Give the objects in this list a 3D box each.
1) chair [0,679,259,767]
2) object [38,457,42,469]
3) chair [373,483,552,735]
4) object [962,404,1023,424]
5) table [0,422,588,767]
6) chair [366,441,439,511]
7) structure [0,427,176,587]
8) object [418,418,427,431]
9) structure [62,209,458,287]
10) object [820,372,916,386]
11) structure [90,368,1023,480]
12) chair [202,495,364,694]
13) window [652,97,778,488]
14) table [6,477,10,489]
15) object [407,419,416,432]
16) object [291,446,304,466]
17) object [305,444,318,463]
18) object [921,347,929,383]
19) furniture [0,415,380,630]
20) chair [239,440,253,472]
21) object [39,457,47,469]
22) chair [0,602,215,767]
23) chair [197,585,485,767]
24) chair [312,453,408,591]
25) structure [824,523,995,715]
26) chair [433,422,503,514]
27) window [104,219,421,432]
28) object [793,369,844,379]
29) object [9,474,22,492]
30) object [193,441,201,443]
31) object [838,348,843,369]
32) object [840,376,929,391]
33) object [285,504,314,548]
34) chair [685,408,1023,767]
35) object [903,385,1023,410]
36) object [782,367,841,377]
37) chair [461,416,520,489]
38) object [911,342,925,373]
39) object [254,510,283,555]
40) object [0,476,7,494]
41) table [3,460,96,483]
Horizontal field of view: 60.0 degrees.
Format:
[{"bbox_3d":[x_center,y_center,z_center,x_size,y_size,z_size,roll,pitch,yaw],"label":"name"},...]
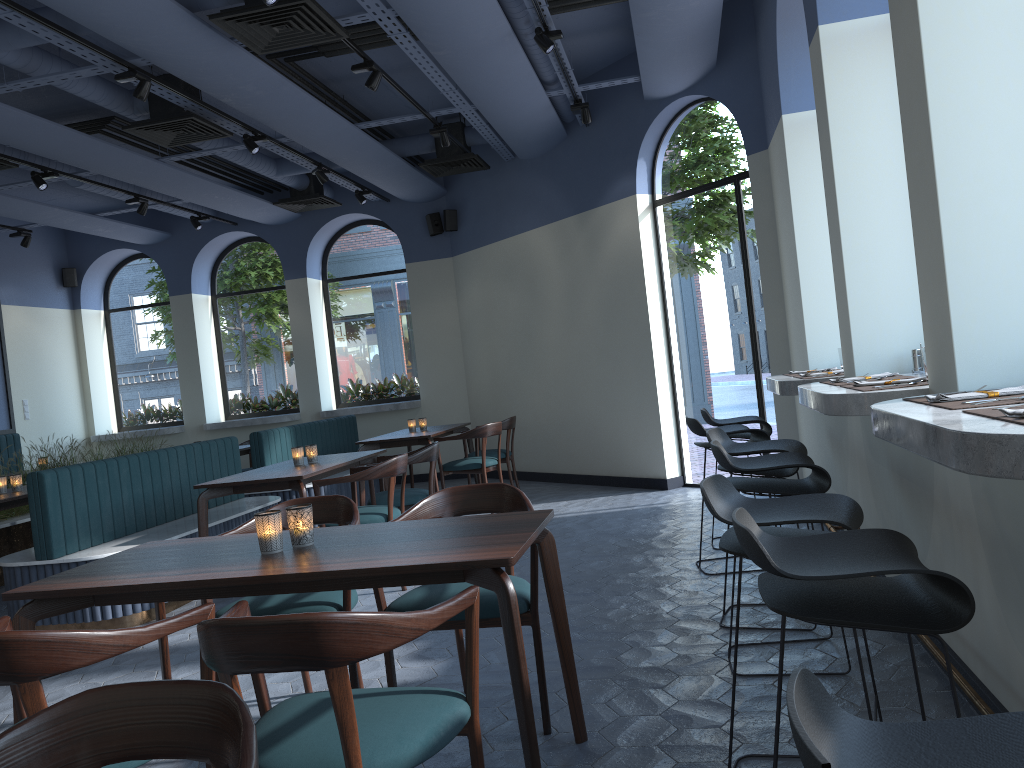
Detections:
[{"bbox_3d":[-0.547,0.858,1.119,0.618,0.793,0.525,-6,1,10],"label":"chair"},{"bbox_3d":[-4.901,0.826,9.258,0.078,0.120,0.078,-6,1,-6],"label":"object"},{"bbox_3d":[-0.146,0.789,3.182,0.618,0.793,0.525,-6,1,10],"label":"chair"},{"bbox_3d":[1.130,0.041,1.746,0.322,0.027,0.497,-6,1,11],"label":"object"},{"bbox_3d":[-1.966,0.991,4.822,3.997,0.755,9.778,-6,1,-5],"label":"table"},{"bbox_3d":[-0.717,0.819,6.088,0.525,0.793,0.618,-6,1,-3],"label":"chair"},{"bbox_3d":[-4.314,0.990,7.737,1.143,1.207,4.878,-6,1,13],"label":"structure"},{"bbox_3d":[-0.847,0.384,8.441,0.078,0.120,0.078,-6,1,28],"label":"object"},{"bbox_3d":[-3.751,-1.544,5.310,7.261,0.268,13.143,-6,1,-6],"label":"structure"},{"bbox_3d":[1.545,-0.030,3.882,0.322,0.027,0.497,-6,1,11],"label":"object"},{"bbox_3d":[-0.561,0.225,6.764,4.315,0.080,14.155,-7,1,-28],"label":"structure"},{"bbox_3d":[-0.801,0.860,3.375,0.618,0.793,0.525,-6,1,10],"label":"chair"},{"bbox_3d":[1.749,-0.754,7.562,0.020,3.335,1.298,-7,1,-34],"label":"window"},{"bbox_3d":[-5.095,1.303,7.871,0.548,0.755,1.332,-6,1,11],"label":"table"},{"bbox_3d":[-0.952,0.395,8.445,0.078,0.120,0.078,-6,1,28],"label":"object"},{"bbox_3d":[-1.417,0.477,5.875,0.078,0.120,0.078,-6,1,-6],"label":"object"},{"bbox_3d":[-1.339,0.468,5.934,0.078,0.120,0.078,-6,1,-6],"label":"object"},{"bbox_3d":[1.507,-0.070,3.161,0.080,0.132,0.080,-6,1,-4],"label":"object"},{"bbox_3d":[-3.979,0.983,7.671,4.703,1.150,4.800,-6,1,11],"label":"furniture"},{"bbox_3d":[-2.852,1.014,9.801,0.618,0.793,0.525,-6,1,10],"label":"chair"},{"bbox_3d":[-4.843,0.820,9.179,0.078,0.120,0.078,-6,1,-6],"label":"object"},{"bbox_3d":[-1.048,0.903,2.083,0.618,0.793,0.525,-6,1,10],"label":"chair"},{"bbox_3d":[-0.381,0.830,1.951,0.618,0.793,0.525,-6,1,10],"label":"chair"},{"bbox_3d":[-0.857,0.843,5.378,0.525,0.793,0.618,-6,1,10],"label":"chair"},{"bbox_3d":[-0.433,1.104,2.248,6.894,0.250,5.649,-7,1,-17],"label":"structure"},{"bbox_3d":[-0.312,0.752,7.933,0.525,0.793,0.618,-6,1,35],"label":"chair"},{"bbox_3d":[-0.512,-1.016,6.869,3.897,2.394,14.212,-7,1,-28],"label":"window"},{"bbox_3d":[1.741,-0.064,4.886,0.322,0.027,0.497,-6,1,11],"label":"object"},{"bbox_3d":[-3.561,0.710,6.374,0.078,0.120,0.078,-6,1,-6],"label":"object"},{"bbox_3d":[-3.131,0.633,8.845,0.078,0.120,0.078,-6,1,28],"label":"object"},{"bbox_3d":[2.063,-0.159,5.484,0.080,0.132,0.080,-6,1,26],"label":"object"},{"bbox_3d":[1.438,-0.012,3.330,0.322,0.027,0.497,-6,1,11],"label":"object"},{"bbox_3d":[-0.636,0.428,2.672,0.078,0.120,0.078,-6,1,28],"label":"object"},{"bbox_3d":[-0.674,0.772,2.862,3.651,0.949,6.322,-6,1,10],"label":"chair"},{"bbox_3d":[1.237,0.023,2.297,0.322,0.027,0.497,-6,1,11],"label":"object"},{"bbox_3d":[1.848,-0.082,5.438,0.322,0.027,0.497,-6,1,11],"label":"object"},{"bbox_3d":[-0.181,0.730,8.606,0.525,0.793,0.618,-6,1,10],"label":"chair"},{"bbox_3d":[1.882,-0.124,4.072,0.093,0.136,0.047,-6,1,11],"label":"object"},{"bbox_3d":[-0.714,0.437,2.614,0.078,0.120,0.078,-6,1,28],"label":"object"},{"bbox_3d":[-3.639,0.720,6.315,0.078,0.120,0.078,-6,1,-6],"label":"object"},{"bbox_3d":[-4.827,1.258,9.244,0.548,0.755,1.332,-6,1,11],"label":"table"}]
